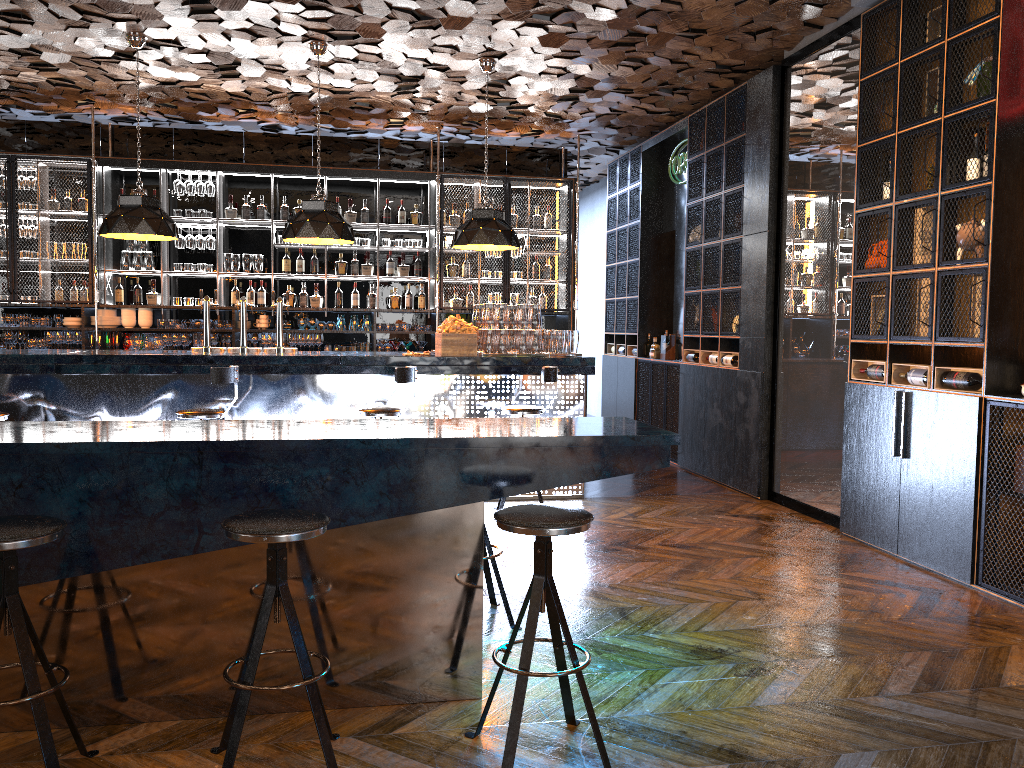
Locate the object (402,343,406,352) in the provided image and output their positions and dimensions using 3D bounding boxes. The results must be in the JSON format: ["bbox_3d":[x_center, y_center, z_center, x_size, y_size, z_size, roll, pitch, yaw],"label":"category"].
[{"bbox_3d":[-1.211,-0.408,10.114,0.106,0.148,0.106,3,4,28],"label":"object"}]

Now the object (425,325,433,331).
[{"bbox_3d":[-0.928,-0.620,9.874,0.088,0.070,0.098,1,4,-1],"label":"object"}]

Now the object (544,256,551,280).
[{"bbox_3d":[0.413,-1.341,10.309,0.083,0.282,0.083,1,4,-1],"label":"object"}]

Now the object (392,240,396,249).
[{"bbox_3d":[-1.316,-1.579,10.063,0.089,0.092,0.089,-1,4,-26],"label":"object"}]

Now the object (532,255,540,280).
[{"bbox_3d":[0.279,-1.350,10.285,0.086,0.299,0.086,4,5,37],"label":"object"}]

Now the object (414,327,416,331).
[{"bbox_3d":[-1.072,-0.637,10.097,0.088,0.070,0.098,-1,4,-27],"label":"object"}]

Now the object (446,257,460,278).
[{"bbox_3d":[-0.671,-1.322,10.093,0.151,0.248,0.094,1,4,-2],"label":"object"}]

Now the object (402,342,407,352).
[{"bbox_3d":[-1.187,-0.400,10.002,0.106,0.148,0.106,2,4,17],"label":"object"}]

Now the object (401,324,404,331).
[{"bbox_3d":[-1.197,-0.633,9.933,0.084,0.082,0.084,0,4,-5],"label":"object"}]

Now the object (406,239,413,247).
[{"bbox_3d":[-1.146,-1.567,9.911,0.089,0.092,0.089,3,4,28],"label":"object"}]

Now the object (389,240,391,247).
[{"bbox_3d":[-1.406,-1.577,10.010,0.089,0.092,0.089,3,4,33],"label":"object"}]

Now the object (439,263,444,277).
[{"bbox_3d":[-0.821,-1.340,10.063,0.083,0.282,0.083,-1,4,-26],"label":"object"}]

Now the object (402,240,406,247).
[{"bbox_3d":[-1.208,-1.577,10.059,0.089,0.092,0.089,-1,4,-26],"label":"object"}]

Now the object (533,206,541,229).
[{"bbox_3d":[0.288,-1.911,10.246,0.083,0.282,0.083,1,4,4],"label":"object"}]

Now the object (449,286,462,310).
[{"bbox_3d":[-0.640,-0.975,10.110,0.123,0.279,0.123,-1,4,-22],"label":"object"}]

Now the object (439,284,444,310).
[{"bbox_3d":[-0.821,-0.986,10.094,0.086,0.298,0.086,4,5,37],"label":"object"}]

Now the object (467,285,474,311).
[{"bbox_3d":[-0.477,-0.987,10.159,0.086,0.299,0.086,4,5,37],"label":"object"}]

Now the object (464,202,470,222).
[{"bbox_3d":[-0.506,-1.918,10.090,0.086,0.297,0.086,4,5,37],"label":"object"}]

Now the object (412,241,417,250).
[{"bbox_3d":[-1.103,-1.578,10.093,0.089,0.092,0.089,3,4,28],"label":"object"}]

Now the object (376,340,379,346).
[{"bbox_3d":[-1.497,-0.414,9.966,0.089,0.174,0.089,4,5,39],"label":"object"}]

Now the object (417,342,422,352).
[{"bbox_3d":[-1.021,-0.401,10.012,0.107,0.152,0.107,1,4,3],"label":"object"}]

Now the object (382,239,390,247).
[{"bbox_3d":[-1.403,-1.568,9.869,0.089,0.092,0.089,-1,4,-26],"label":"object"}]

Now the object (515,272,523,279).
[{"bbox_3d":[0.081,-1.245,10.206,0.089,0.092,0.089,-1,4,-27],"label":"object"}]

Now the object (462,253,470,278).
[{"bbox_3d":[-0.522,-1.349,10.136,0.086,0.298,0.086,4,5,37],"label":"object"}]

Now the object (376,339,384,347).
[{"bbox_3d":[-1.468,-0.408,9.876,0.089,0.174,0.089,4,5,39],"label":"object"}]

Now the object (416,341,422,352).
[{"bbox_3d":[-1.050,-0.409,10.138,0.107,0.152,0.107,0,4,-5],"label":"object"}]

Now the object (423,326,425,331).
[{"bbox_3d":[-0.970,-0.633,10.070,0.088,0.070,0.098,3,5,35],"label":"object"}]

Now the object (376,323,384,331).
[{"bbox_3d":[-1.453,-0.626,9.787,0.084,0.082,0.084,-1,4,-19],"label":"object"}]

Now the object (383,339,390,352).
[{"bbox_3d":[-1.407,-0.412,9.951,0.089,0.174,0.089,4,5,39],"label":"object"}]

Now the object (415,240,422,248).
[{"bbox_3d":[-1.048,-1.568,9.937,0.089,0.092,0.089,-1,4,-26],"label":"object"}]

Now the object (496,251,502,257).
[{"bbox_3d":[-0.132,-1.577,10.091,0.092,0.244,0.092,0,4,-17],"label":"object"}]

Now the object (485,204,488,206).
[{"bbox_3d":[-0.296,-1.911,10.129,0.083,0.282,0.083,0,4,-11],"label":"object"}]

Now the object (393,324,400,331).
[{"bbox_3d":[-1.277,-0.626,9.817,0.084,0.082,0.084,1,4,6],"label":"object"}]

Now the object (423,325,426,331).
[{"bbox_3d":[-0.950,-0.627,9.970,0.098,0.070,0.088,2,4,16],"label":"object"}]

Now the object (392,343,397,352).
[{"bbox_3d":[-1.299,-0.400,9.978,0.106,0.148,0.106,2,4,21],"label":"object"}]

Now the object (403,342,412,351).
[{"bbox_3d":[-1.164,-0.393,9.888,0.106,0.148,0.106,1,4,-2],"label":"object"}]

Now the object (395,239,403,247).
[{"bbox_3d":[-1.267,-1.570,9.926,0.089,0.092,0.089,0,4,-12],"label":"object"}]

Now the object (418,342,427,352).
[{"bbox_3d":[-0.997,-0.393,9.898,0.107,0.152,0.107,2,4,14],"label":"object"}]

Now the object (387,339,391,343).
[{"bbox_3d":[-1.411,-0.419,10.049,0.089,0.174,0.089,4,5,39],"label":"object"}]

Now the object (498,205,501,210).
[{"bbox_3d":[-0.144,-1.909,10.161,0.123,0.279,0.123,0,4,-8],"label":"object"}]

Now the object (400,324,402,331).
[{"bbox_3d":[-1.278,-0.633,9.917,0.084,0.082,0.084,2,4,16],"label":"object"}]

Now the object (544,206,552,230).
[{"bbox_3d":[0.420,-1.921,10.299,0.086,0.298,0.086,4,5,42],"label":"object"}]

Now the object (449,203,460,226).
[{"bbox_3d":[-0.650,-1.907,10.045,0.123,0.279,0.123,1,4,-3],"label":"object"}]

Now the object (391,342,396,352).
[{"bbox_3d":[-1.324,-0.408,10.093,0.106,0.148,0.106,1,4,7],"label":"object"}]

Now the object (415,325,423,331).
[{"bbox_3d":[-1.038,-0.624,9.903,0.088,0.070,0.098,2,4,24],"label":"object"}]

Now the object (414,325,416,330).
[{"bbox_3d":[-1.055,-0.630,9.999,0.088,0.070,0.098,1,4,12],"label":"object"}]

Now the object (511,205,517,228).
[{"bbox_3d":[0.011,-1.911,10.190,0.083,0.282,0.083,-1,4,-26],"label":"object"}]

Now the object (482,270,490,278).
[{"bbox_3d":[-0.299,-1.242,10.088,0.089,0.092,0.089,-1,4,-27],"label":"object"}]

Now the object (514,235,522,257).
[{"bbox_3d":[0.067,-1.577,10.131,0.092,0.244,0.092,0,4,-17],"label":"object"}]

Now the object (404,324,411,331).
[{"bbox_3d":[-1.160,-0.627,9.841,0.084,0.082,0.084,-1,4,-29],"label":"object"}]

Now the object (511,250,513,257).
[{"bbox_3d":[-0.035,-1.577,10.110,0.092,0.244,0.092,0,4,-17],"label":"object"}]

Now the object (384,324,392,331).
[{"bbox_3d":[-1.373,-0.626,9.800,0.084,0.082,0.084,0,4,-10],"label":"object"}]

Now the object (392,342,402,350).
[{"bbox_3d":[-1.278,-0.393,9.863,0.106,0.148,0.106,1,4,7],"label":"object"}]

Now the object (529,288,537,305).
[{"bbox_3d":[0.235,-0.978,10.298,0.083,0.282,0.083,-1,4,-26],"label":"object"}]

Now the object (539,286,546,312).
[{"bbox_3d":[0.355,-0.986,10.335,0.086,0.298,0.086,4,5,37],"label":"object"}]
